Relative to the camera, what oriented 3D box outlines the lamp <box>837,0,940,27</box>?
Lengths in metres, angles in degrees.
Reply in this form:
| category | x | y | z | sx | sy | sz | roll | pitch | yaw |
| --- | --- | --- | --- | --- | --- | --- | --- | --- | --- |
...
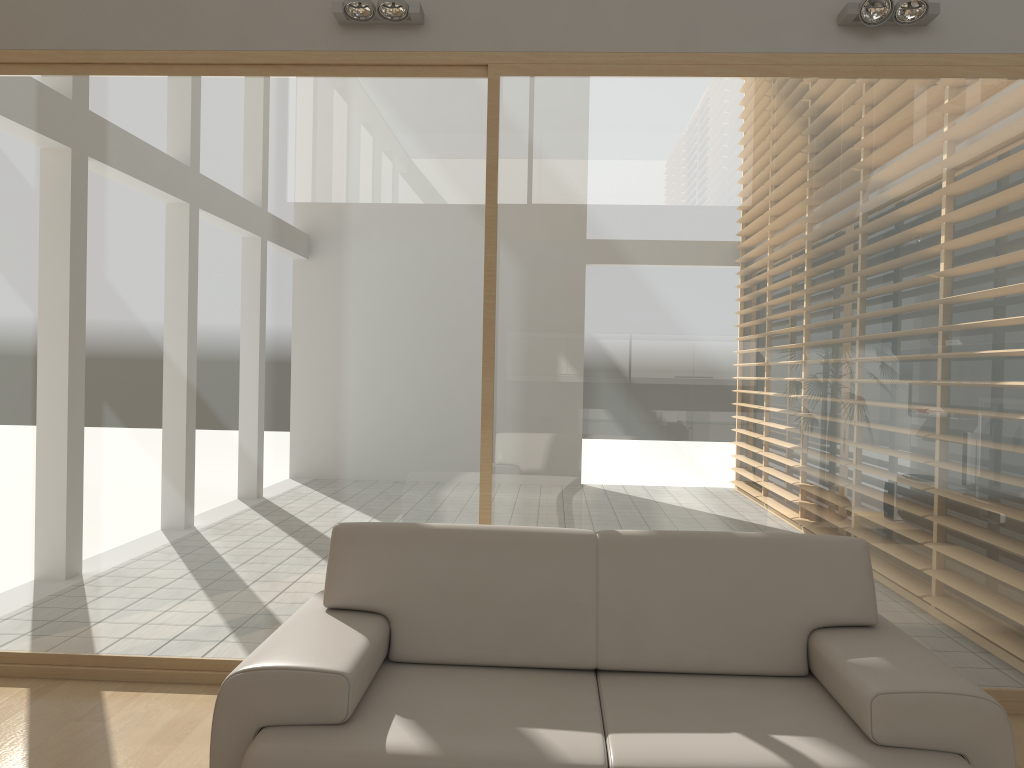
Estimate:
| category | x | y | z | sx | sy | sz | roll | pitch | yaw |
| --- | --- | --- | --- | --- | --- | --- | --- | --- | --- |
| lamp | 1.511 | -1.485 | 3.540 | 0.360 | 0.110 | 0.183 | 1 | 1 | 3 |

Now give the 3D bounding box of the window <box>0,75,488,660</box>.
| category | x | y | z | sx | sy | sz | roll | pitch | yaw |
| --- | --- | --- | --- | --- | --- | --- | --- | --- | --- |
| window | -1.386 | -0.067 | 3.818 | 2.525 | 2.500 | 0.020 | 1 | 1 | 3 |

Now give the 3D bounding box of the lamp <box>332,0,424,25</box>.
| category | x | y | z | sx | sy | sz | roll | pitch | yaw |
| --- | --- | --- | --- | --- | --- | --- | --- | --- | --- |
| lamp | -0.551 | -1.535 | 3.634 | 0.360 | 0.080 | 0.182 | 1 | 1 | 3 |

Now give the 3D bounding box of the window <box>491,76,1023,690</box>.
| category | x | y | z | sx | sy | sz | roll | pitch | yaw |
| --- | --- | --- | --- | --- | --- | --- | --- | --- | --- |
| window | 1.185 | -0.013 | 3.677 | 2.525 | 2.500 | 0.020 | 1 | 1 | 3 |

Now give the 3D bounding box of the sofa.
| category | x | y | z | sx | sy | sz | roll | pitch | yaw |
| --- | --- | --- | --- | --- | --- | --- | --- | --- | --- |
| sofa | 0.262 | 0.906 | 2.716 | 2.093 | 0.846 | 1.168 | 1 | 1 | 3 |
